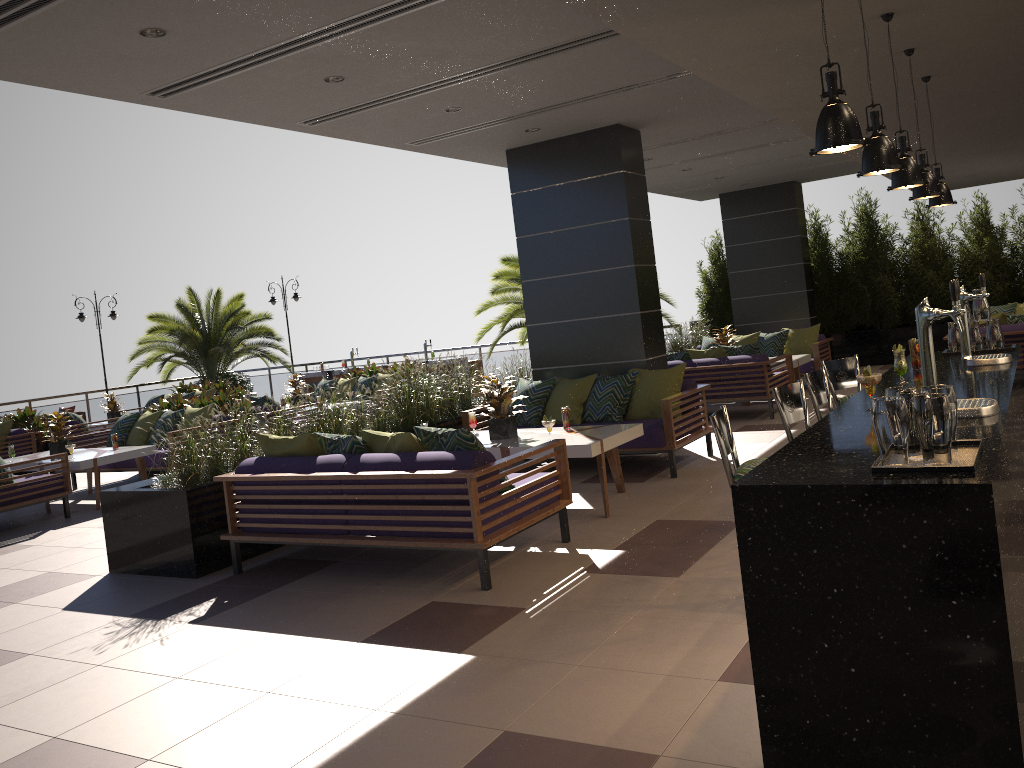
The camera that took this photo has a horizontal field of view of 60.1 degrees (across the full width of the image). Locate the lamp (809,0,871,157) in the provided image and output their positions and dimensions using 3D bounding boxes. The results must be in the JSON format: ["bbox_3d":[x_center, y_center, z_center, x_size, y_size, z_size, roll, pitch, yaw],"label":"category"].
[{"bbox_3d":[1.019,-1.189,2.884,0.163,0.864,0.162,-7,1,-16],"label":"lamp"}]

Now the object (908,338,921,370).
[{"bbox_3d":[2.422,-0.180,5.318,0.085,0.189,0.066,-7,1,-34],"label":"object"}]

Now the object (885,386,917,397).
[{"bbox_3d":[1.271,0.116,2.869,0.105,0.209,0.106,-6,1,36],"label":"object"}]

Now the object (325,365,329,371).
[{"bbox_3d":[-4.146,-0.315,19.840,0.105,0.209,0.105,-7,1,6],"label":"object"}]

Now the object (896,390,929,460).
[{"bbox_3d":[1.251,0.128,2.741,0.105,0.209,0.106,-6,1,36],"label":"object"}]

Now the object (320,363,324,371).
[{"bbox_3d":[-4.132,-0.371,19.289,0.067,0.189,0.084,-7,1,-34],"label":"object"}]

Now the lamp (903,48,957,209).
[{"bbox_3d":[2.574,-1.555,5.496,0.192,0.863,1.085,-6,2,31],"label":"lamp"}]

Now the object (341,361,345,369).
[{"bbox_3d":[-3.617,-0.406,18.982,0.069,0.181,0.069,-7,1,3],"label":"object"}]

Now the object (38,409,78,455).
[{"bbox_3d":[-5.229,0.568,10.241,0.426,0.526,0.429,-8,2,-42],"label":"object"}]

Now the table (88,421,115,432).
[{"bbox_3d":[-7.016,0.936,15.829,2.031,0.553,0.945,-5,4,31],"label":"table"}]

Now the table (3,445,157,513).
[{"bbox_3d":[-5.153,1.100,10.267,2.031,0.553,0.945,-5,4,31],"label":"table"}]

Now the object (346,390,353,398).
[{"bbox_3d":[-2.470,0.178,13.519,0.106,0.197,0.105,-7,1,-26],"label":"object"}]

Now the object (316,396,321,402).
[{"bbox_3d":[-2.823,0.267,12.959,0.068,0.181,0.069,-6,1,19],"label":"object"}]

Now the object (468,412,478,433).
[{"bbox_3d":[-0.339,0.336,7.706,0.068,0.181,0.069,-7,1,14],"label":"object"}]

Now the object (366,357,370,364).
[{"bbox_3d":[-3.020,-0.467,18.620,0.068,0.211,0.069,-7,1,14],"label":"object"}]

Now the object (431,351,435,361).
[{"bbox_3d":[-1.579,-0.571,17.745,0.069,0.197,0.082,-7,1,-22],"label":"object"}]

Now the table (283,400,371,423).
[{"bbox_3d":[-3.211,0.643,13.528,2.031,0.553,0.945,-5,4,31],"label":"table"}]

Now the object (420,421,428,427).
[{"bbox_3d":[-0.707,0.400,7.198,0.068,0.211,0.069,-7,1,14],"label":"object"}]

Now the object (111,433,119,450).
[{"bbox_3d":[-4.565,0.662,10.179,0.067,0.189,0.084,-7,1,-29],"label":"object"}]

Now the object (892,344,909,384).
[{"bbox_3d":[2.077,-0.109,4.732,0.068,0.211,0.069,-7,1,14],"label":"object"}]

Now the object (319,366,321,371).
[{"bbox_3d":[-4.273,-0.301,19.860,0.105,0.209,0.105,-7,1,6],"label":"object"}]

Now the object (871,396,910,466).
[{"bbox_3d":[1.141,0.146,2.658,0.105,0.209,0.106,-6,1,36],"label":"object"}]

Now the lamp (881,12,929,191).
[{"bbox_3d":[1.910,-1.399,4.380,0.163,0.864,0.162,-7,1,-16],"label":"lamp"}]

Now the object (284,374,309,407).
[{"bbox_3d":[-3.290,0.112,13.489,0.423,0.526,0.432,-5,3,43],"label":"object"}]

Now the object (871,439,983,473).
[{"bbox_3d":[1.283,0.221,2.724,0.272,0.018,0.439,-4,5,31],"label":"object"}]

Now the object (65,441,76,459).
[{"bbox_3d":[-4.837,0.724,9.709,0.106,0.197,0.105,-7,1,-26],"label":"object"}]

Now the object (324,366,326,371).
[{"bbox_3d":[-4.211,-0.301,19.753,0.105,0.209,0.105,-7,1,6],"label":"object"}]

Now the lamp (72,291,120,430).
[{"bbox_3d":[-9.372,-0.493,20.306,0.263,3.326,1.126,-7,1,31],"label":"lamp"}]

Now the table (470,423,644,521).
[{"bbox_3d":[-0.040,0.709,7.142,2.031,0.553,0.945,-5,4,31],"label":"table"}]

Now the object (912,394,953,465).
[{"bbox_3d":[1.243,0.138,2.605,0.105,0.209,0.106,-6,1,36],"label":"object"}]

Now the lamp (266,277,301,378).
[{"bbox_3d":[-5.586,-1.077,22.246,1.119,3.326,0.265,-6,1,31],"label":"lamp"}]

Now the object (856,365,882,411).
[{"bbox_3d":[1.573,0.017,3.884,0.106,0.197,0.105,-8,1,-31],"label":"object"}]

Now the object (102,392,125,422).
[{"bbox_3d":[-7.142,0.409,15.806,0.426,0.526,0.429,-8,2,-32],"label":"object"}]

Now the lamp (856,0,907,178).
[{"bbox_3d":[1.472,-1.296,3.644,0.163,0.864,0.162,-7,1,-16],"label":"lamp"}]

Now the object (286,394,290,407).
[{"bbox_3d":[-3.587,0.263,14.207,0.082,0.197,0.069,-7,1,-17],"label":"object"}]

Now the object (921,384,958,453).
[{"bbox_3d":[1.357,0.111,2.803,0.105,0.209,0.106,-6,1,36],"label":"object"}]

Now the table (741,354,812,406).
[{"bbox_3d":[3.043,-0.016,12.319,2.031,0.553,0.945,-5,4,31],"label":"table"}]
